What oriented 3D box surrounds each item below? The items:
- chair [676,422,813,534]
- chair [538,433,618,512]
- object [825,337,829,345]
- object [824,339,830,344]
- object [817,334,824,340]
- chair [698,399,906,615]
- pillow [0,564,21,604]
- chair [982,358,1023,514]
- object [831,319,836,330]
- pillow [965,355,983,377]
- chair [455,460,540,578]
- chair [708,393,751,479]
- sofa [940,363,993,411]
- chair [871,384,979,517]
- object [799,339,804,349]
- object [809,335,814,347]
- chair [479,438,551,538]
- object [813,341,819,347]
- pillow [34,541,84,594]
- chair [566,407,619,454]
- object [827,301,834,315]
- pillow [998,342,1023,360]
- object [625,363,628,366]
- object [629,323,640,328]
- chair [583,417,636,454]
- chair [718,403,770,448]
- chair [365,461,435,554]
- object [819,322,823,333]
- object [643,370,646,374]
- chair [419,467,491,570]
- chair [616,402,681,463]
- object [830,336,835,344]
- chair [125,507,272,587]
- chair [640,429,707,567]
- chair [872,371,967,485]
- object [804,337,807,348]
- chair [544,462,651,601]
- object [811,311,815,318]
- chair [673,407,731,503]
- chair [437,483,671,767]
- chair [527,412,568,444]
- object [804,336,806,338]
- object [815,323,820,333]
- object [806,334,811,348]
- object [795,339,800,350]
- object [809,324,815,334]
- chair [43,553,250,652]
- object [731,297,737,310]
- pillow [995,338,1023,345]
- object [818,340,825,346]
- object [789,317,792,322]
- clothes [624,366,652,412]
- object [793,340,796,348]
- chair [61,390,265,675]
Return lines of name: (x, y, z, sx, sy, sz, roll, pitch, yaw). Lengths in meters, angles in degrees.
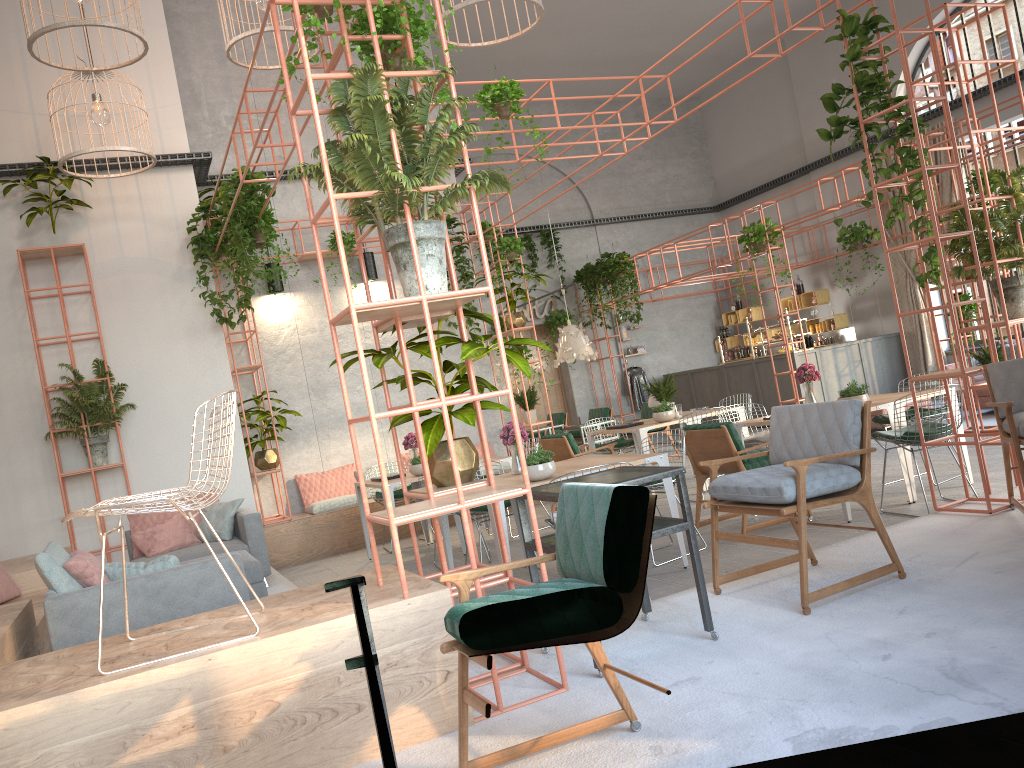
chair: (1.892, 0.734, 7.326, 0.685, 0.917, 0.722, -10, -1, -23)
chair: (0.797, 0.964, 9.875, 0.685, 0.917, 0.722, -10, -1, -23)
object: (5.955, -0.812, 16.777, 0.073, 0.131, 0.073, -10, -1, -31)
object: (5.986, -0.805, 16.876, 0.115, 0.107, 0.115, -11, -1, -17)
object: (5.890, -0.892, 16.911, 0.115, 0.107, 0.115, -11, -1, 33)
chair: (1.452, 0.596, 4.593, 0.685, 0.929, 0.722, -10, -1, -23)
pillow: (-4.203, 1.541, 6.965, 0.276, 0.474, 0.839, -11, -1, -3)
chair: (3.189, 0.280, 5.039, 0.722, 0.914, 0.685, -11, -1, 17)
object: (5.995, -1.107, 16.479, 0.131, 0.207, 0.131, -11, -1, 22)
pillow: (7.055, -0.285, 13.308, 0.500, 0.324, 0.307, -11, -1, 12)
chair: (-0.188, 1.122, 7.387, 0.565, 0.941, 0.717, -10, -1, -22)
chair: (2.565, 0.632, 10.566, 0.717, 0.941, 0.565, -10, -1, -27)
sofa: (6.999, -0.044, 12.485, 1.960, 0.672, 2.219, -10, -1, -23)
chair: (3.123, 0.492, 6.766, 0.565, 0.941, 0.717, -11, -1, -7)
object: (5.648, -0.809, 17.314, 0.082, 0.246, 0.082, -11, -1, 9)
object: (5.833, -0.864, 17.317, 0.074, 0.287, 0.072, -11, -1, 9)
chair: (0.016, 1.103, 9.448, 0.717, 0.941, 0.565, -10, -1, -27)
object: (5.824, -0.773, 16.946, 0.115, 0.107, 0.115, -10, -1, -26)
pillow: (-2.624, 1.175, 5.266, 0.276, 0.474, 0.839, -10, -1, -23)
chair: (1.375, 0.911, 15.272, 0.685, 0.930, 0.722, -10, -1, -23)
object: (5.985, -1.424, 16.653, 0.075, 0.273, 0.075, -10, -1, -35)
pillow: (7.409, -0.403, 13.211, 0.289, 0.385, 0.666, -10, -1, -23)
object: (2.433, -0.420, 18.867, 0.093, 0.121, 0.049, -10, -1, -21)
object: (2.618, -1.270, 18.972, 0.263, 0.101, 0.013, -10, -1, -23)
chair: (1.301, 0.875, 11.017, 0.565, 0.941, 0.717, -10, -1, -22)
chair: (2.396, 0.645, 8.468, 0.565, 0.941, 0.717, -10, -1, -22)
chair: (-1.248, 1.346, 9.899, 0.565, 0.941, 0.717, -10, -1, -22)
object: (5.838, -1.067, 16.745, 0.069, 0.191, 0.069, -11, -1, -6)
object: (2.855, -0.239, 19.037, 0.033, 0.146, 0.070, -11, -1, 38)
chair: (-0.521, 1.193, 8.197, 0.565, 0.941, 0.717, -11, -1, -7)
chair: (2.061, 0.766, 13.647, 0.685, 0.929, 0.722, -10, -1, -23)
object: (6.083, -0.835, 16.839, 0.073, 0.131, 0.073, -10, -1, -30)
chair: (-2.830, 1.560, 7.975, 1.127, 0.672, 1.052, -10, -1, -23)
chair: (1.077, 0.879, 6.936, 0.717, 0.941, 0.565, -10, -1, -27)
chair: (3.661, 0.402, 8.017, 0.717, 0.941, 0.565, -10, -1, -27)
object: (5.681, -0.838, 17.241, 0.066, 0.291, 0.066, -10, -1, -39)
chair: (0.539, 0.969, 5.685, 0.565, 0.941, 0.717, -11, -1, -7)
object: (5.746, -1.319, 16.928, 0.083, 0.159, 0.083, -11, -1, 21)
chair: (2.028, 0.722, 9.315, 0.565, 0.941, 0.717, -11, -1, -7)
chair: (0.190, 0.818, 2.771, 0.685, 0.929, 0.722, -10, -1, -23)
chair: (0.703, 1.052, 16.864, 0.685, 0.930, 0.722, -10, -1, -23)
object: (5.807, -0.837, 17.495, 0.072, 0.248, 0.094, -10, -1, -23)
object: (5.803, -1.059, 16.829, 0.069, 0.191, 0.069, -11, -1, 12)
object: (5.761, -0.848, 17.282, 0.065, 0.280, 0.065, -11, -1, 20)
object: (5.614, -0.801, 17.409, 0.072, 0.248, 0.094, -10, -1, -23)
object: (5.739, -1.046, 16.979, 0.069, 0.191, 0.069, -11, -1, -11)
chair: (-2.167, 1.367, 5.355, 1.056, 0.586, 1.127, -10, -1, -23)
object: (4.829, -1.728, 19.244, 0.134, 0.301, 0.134, -10, -1, -35)
pillow: (7.544, -0.461, 13.258, 0.276, 0.474, 0.839, -10, -1, -23)
object: (5.874, -0.784, 16.827, 0.115, 0.107, 0.115, -11, -1, 33)
object: (5.542, -1.266, 17.748, 0.115, 0.147, 0.115, -11, -1, -15)
clothes: (2.705, 0.113, 18.866, 0.625, 0.997, 0.366, -10, -1, -43)
object: (5.569, -0.777, 17.506, 0.073, 0.219, 0.105, -11, -1, -17)
chair: (-1.358, 0.548, 3.479, 0.717, 0.941, 0.565, -11, -1, -15)
